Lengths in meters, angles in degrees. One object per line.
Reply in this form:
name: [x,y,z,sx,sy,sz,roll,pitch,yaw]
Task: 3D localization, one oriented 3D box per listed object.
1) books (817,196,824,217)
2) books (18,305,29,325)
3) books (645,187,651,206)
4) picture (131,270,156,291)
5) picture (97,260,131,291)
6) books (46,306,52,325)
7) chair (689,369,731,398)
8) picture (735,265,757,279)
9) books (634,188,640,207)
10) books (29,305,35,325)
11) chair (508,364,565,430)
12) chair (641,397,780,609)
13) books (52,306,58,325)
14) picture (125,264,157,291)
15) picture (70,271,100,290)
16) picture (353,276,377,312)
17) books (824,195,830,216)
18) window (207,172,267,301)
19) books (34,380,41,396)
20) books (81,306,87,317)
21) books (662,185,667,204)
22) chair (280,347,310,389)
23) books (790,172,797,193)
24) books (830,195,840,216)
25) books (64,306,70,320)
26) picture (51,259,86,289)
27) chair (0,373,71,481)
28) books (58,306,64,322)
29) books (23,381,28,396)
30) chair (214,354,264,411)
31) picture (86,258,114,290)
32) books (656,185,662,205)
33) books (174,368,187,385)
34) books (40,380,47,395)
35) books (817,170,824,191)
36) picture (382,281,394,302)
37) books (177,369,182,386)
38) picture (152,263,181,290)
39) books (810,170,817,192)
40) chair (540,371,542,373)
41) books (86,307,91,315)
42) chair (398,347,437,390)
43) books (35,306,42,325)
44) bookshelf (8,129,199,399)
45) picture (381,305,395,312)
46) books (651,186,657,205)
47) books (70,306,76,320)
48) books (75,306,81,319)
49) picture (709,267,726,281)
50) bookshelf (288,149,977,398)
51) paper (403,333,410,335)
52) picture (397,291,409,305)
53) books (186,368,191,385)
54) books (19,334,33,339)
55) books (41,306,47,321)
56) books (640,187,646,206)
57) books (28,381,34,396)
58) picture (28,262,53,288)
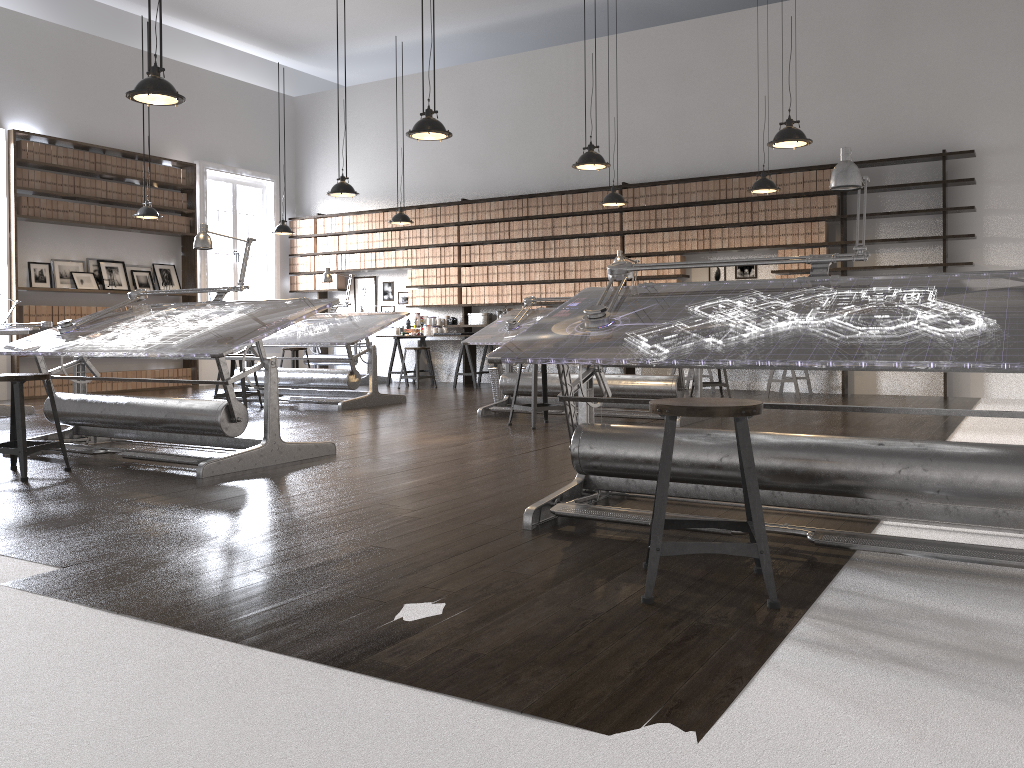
books: [3.316,-1.885,9.467,0.067,0.225,0.175,0,2,31]
books: [-5.555,-0.776,10.035,0.174,0.225,0.067,0,1,31]
books: [1.641,-2.208,10.469,0.067,0.225,0.174,0,2,31]
picture: [-4.759,-1.323,11.434,0.127,0.290,0.290,0,2,31]
picture: [-4.971,-1.349,11.063,0.149,0.391,0.374,0,2,31]
books: [-5.417,-0.792,10.271,0.174,0.225,0.067,0,1,31]
chair: [2.043,-0.108,9.130,0.358,0.527,0.372,-1,2,-1]
picture: [2.661,-1.286,10.064,0.251,0.183,0.023,1,1,31]
books: [1.520,-2.211,10.542,0.067,0.225,0.175,0,2,31]
books: [-5.515,-0.780,10.095,0.174,0.225,0.067,0,1,31]
chair: [0.207,0.061,6.648,0.358,0.527,0.372,-1,2,-31]
chair: [0.542,0.313,2.475,0.358,0.527,0.372,0,2,9]
books: [-5.375,-0.796,10.332,0.174,0.226,0.067,0,1,31]
picture: [-4.801,-1.357,11.444,0.095,0.361,0.434,0,2,31]
picture: [-5.156,-1.242,10.701,0.144,0.229,0.300,0,2,31]
picture: [-2.139,-1.280,12.921,0.415,0.574,0.040,0,1,31]
books: [3.375,-1.884,9.436,0.067,0.225,0.175,0,2,31]
window: [-3.964,-1.798,12.650,0.153,2.308,1.246,0,1,31]
books: [-5.483,0.020,10.145,0.174,0.226,0.067,0,1,31]
books: [-5.192,-0.817,10.637,0.174,0.226,0.067,0,1,31]
books: [1.817,-2.203,10.363,0.067,0.225,0.175,0,2,31]
chair: [-2.819,-0.208,11.511,0.372,0.527,0.358,1,2,39]
books: [3.070,-2.169,9.613,0.067,0.225,0.174,0,2,31]
books: [3.429,-1.882,9.403,0.067,0.225,0.175,0,2,31]
books: [-5.301,-0.805,10.458,0.174,0.225,0.067,0,1,31]
picture: [-5.297,-1.305,10.612,0.083,0.365,0.416,0,2,31]
chair: [-2.548,0.214,4.567,0.358,0.527,0.372,0,2,9]
books: [-5.341,-0.801,10.399,0.174,0.225,0.067,0,1,31]
books: [-5.560,0.028,10.028,0.174,0.225,0.067,0,1,31]
chair: [-2.572,-0.013,8.298,0.358,0.527,0.372,0,2,9]
picture: [-5.080,-1.350,10.983,0.091,0.405,0.370,0,2,31]
books: [1.757,-2.204,10.393,0.067,0.225,0.175,0,2,31]
books: [-4.451,-0.096,11.885,0.174,0.225,0.067,0,1,31]
books: [-5.448,0.016,10.209,0.174,0.225,0.067,0,1,31]
books: [3.313,-2.162,9.470,0.067,0.225,0.175,0,2,31]
picture: [-1.776,-1.329,12.716,0.201,0.284,0.022,0,1,30]
books: [-4.484,-0.091,11.818,0.174,0.226,0.067,0,1,31]
picture: [-4.579,-1.413,11.760,0.161,0.364,0.343,0,2,31]
books: [3.249,-2.164,9.507,0.067,0.225,0.175,0,2,31]
chair: [0.474,-0.149,10.036,0.371,0.527,0.359,0,1,4]
books: [-5.162,-0.821,10.696,0.174,0.225,0.067,0,1,31]
chair: [-1.185,-0.198,11.107,0.372,0.527,0.358,1,2,39]
books: [-5.478,-0.784,10.157,0.174,0.226,0.067,0,1,31]
bookshelf: [-5.043,-1.036,10.978,0.412,3.721,2.476,0,1,31]
picture: [-1.782,-1.035,12.723,0.251,0.183,0.023,1,1,31]
books: [1.702,-2.206,10.433,0.067,0.225,0.175,0,2,31]
books: [-5.268,-0.809,10.521,0.174,0.225,0.067,0,1,31]
books: [-5.231,-0.813,10.582,0.174,0.225,0.067,0,1,31]
picture: [2.375,-1.273,10.237,0.201,0.284,0.022,0,1,30]
bookshelf: [0.680,-0.845,11.160,9.178,3.205,0.374,1,1,31]
paper: [-1.401,-0.667,11.811,0.155,0.038,0.138,0,3,16]
picture: [-1.519,-1.220,12.563,0.251,0.183,0.023,1,1,31]
books: [-4.410,-0.100,11.949,0.174,0.225,0.067,0,1,31]
books: [-5.527,-0.457,10.072,0.174,0.226,0.067,0,1,31]
books: [-5.449,-0.788,10.214,0.174,0.225,0.067,0,1,31]
books: [1.578,-2.209,10.502,0.067,0.225,0.174,0,2,31]
books: [-5.522,0.024,10.087,0.174,0.225,0.067,0,1,31]
picture: [-5.495,-1.261,10.317,0.058,0.315,0.267,0,2,31]
